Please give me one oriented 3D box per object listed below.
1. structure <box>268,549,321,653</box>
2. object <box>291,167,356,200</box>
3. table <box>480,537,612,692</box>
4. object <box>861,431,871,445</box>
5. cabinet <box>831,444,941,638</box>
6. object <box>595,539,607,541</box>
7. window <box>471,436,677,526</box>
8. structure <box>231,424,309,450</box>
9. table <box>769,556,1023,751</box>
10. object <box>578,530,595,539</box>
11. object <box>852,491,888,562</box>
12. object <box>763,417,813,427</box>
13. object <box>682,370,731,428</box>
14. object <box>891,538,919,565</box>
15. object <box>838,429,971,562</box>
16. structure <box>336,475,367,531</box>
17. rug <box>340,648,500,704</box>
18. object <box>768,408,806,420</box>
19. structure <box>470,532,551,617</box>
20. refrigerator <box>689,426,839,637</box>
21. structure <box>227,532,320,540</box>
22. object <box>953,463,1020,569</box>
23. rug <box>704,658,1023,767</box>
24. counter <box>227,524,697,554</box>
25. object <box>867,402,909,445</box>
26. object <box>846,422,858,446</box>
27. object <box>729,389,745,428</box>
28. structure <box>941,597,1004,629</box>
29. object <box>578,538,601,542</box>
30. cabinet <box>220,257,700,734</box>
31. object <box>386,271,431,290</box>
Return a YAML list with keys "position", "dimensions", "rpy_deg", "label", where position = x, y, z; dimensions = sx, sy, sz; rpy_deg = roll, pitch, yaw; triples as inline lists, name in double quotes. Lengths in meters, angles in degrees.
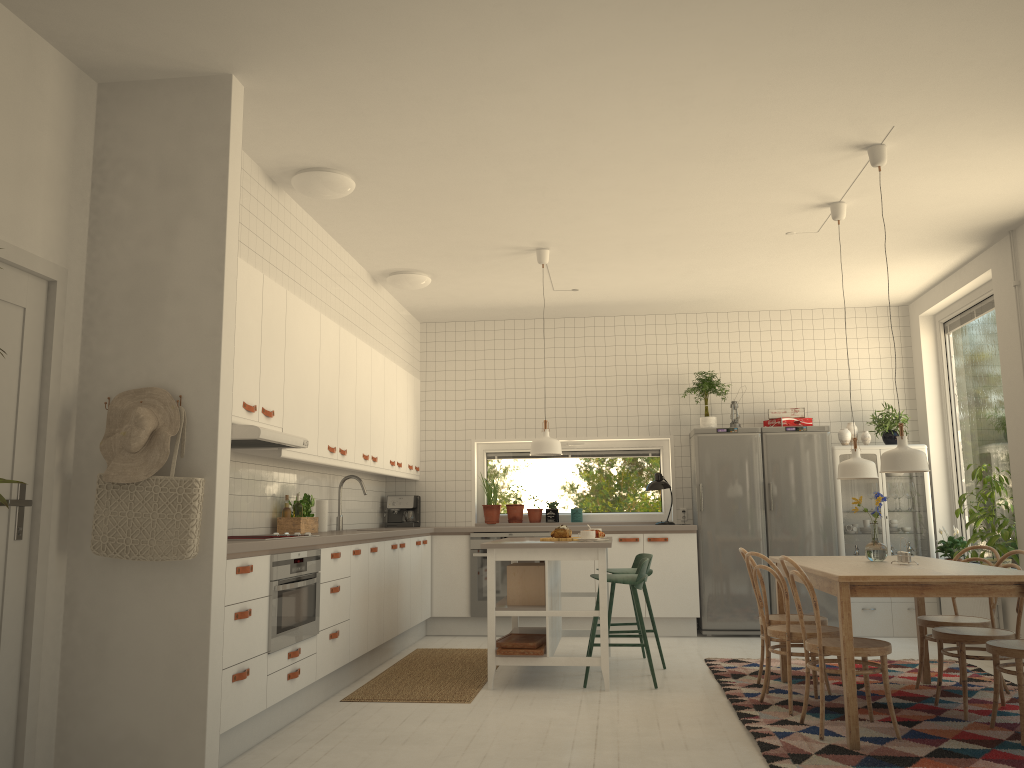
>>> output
- position: [-1.399, 1.080, 4.501]
  dimensions: [0.704, 0.447, 0.681]
  rpy_deg: [-2, -9, 6]
  label: "structure"
- position: [-1.048, -1.097, 4.929]
  dimensions: [0.351, 0.101, 0.351]
  rpy_deg: [7, -11, -41]
  label: "object"
- position: [0.288, 1.492, 5.995]
  dimensions: [0.794, 0.865, 1.422]
  rpy_deg: [-2, -9, 6]
  label: "table"
- position: [3.054, 0.468, 7.648]
  dimensions: [0.082, 0.126, 0.082]
  rpy_deg: [3, -9, -21]
  label: "object"
- position: [3.165, 1.334, 7.636]
  dimensions: [0.789, 1.594, 0.452]
  rpy_deg: [-2, -9, 6]
  label: "cabinet"
- position: [0.547, 1.015, 5.762]
  dimensions: [0.167, 0.005, 0.167]
  rpy_deg: [-1, -8, 2]
  label: "object"
- position: [0.576, 0.928, 8.406]
  dimensions: [1.898, 0.817, 0.293]
  rpy_deg: [-2, -9, 6]
  label: "window"
- position: [-1.403, 0.280, 4.628]
  dimensions: [0.482, 0.073, 0.680]
  rpy_deg: [-2, -8, 6]
  label: "structure"
- position: [1.976, 1.323, 4.644]
  dimensions: [0.894, 0.750, 1.795]
  rpy_deg: [-2, -8, 6]
  label: "table"
- position: [0.479, 0.958, 5.611]
  dimensions: [0.098, 0.064, 0.094]
  rpy_deg: [5, -10, -35]
  label: "object"
- position: [2.031, 0.795, 4.965]
  dimensions: [0.144, 0.389, 0.206]
  rpy_deg: [5, -10, -31]
  label: "object"
- position: [2.444, 0.355, 7.855]
  dimensions: [0.309, 0.082, 0.312]
  rpy_deg: [1, -9, -14]
  label: "object"
- position: [1.743, 0.133, 7.883]
  dimensions: [0.474, 0.545, 0.467]
  rpy_deg: [-4, -9, 20]
  label: "object"
- position: [2.053, 0.876, 4.651]
  dimensions: [0.095, 0.138, 0.154]
  rpy_deg: [-2, -9, 7]
  label: "object"
- position: [3.234, 0.949, 7.345]
  dimensions: [0.943, 1.209, 0.261]
  rpy_deg: [-4, -9, 22]
  label: "object"
- position: [-1.226, 0.906, 6.780]
  dimensions: [0.236, 0.422, 0.063]
  rpy_deg: [-3, -9, 14]
  label: "structure"
- position: [-0.489, 1.931, 5.960]
  dimensions: [0.750, 0.004, 1.998]
  rpy_deg: [-2, -8, 6]
  label: "rug"
- position: [2.441, 0.274, 7.871]
  dimensions: [0.312, 0.083, 0.307]
  rpy_deg: [-4, -9, 19]
  label: "object"
- position: [0.029, 1.687, 7.946]
  dimensions: [0.705, 0.711, 0.703]
  rpy_deg: [-2, -9, 6]
  label: "structure"
- position: [2.188, 1.284, 7.749]
  dimensions: [1.146, 1.780, 0.558]
  rpy_deg: [-2, -9, 6]
  label: "refrigerator"
- position: [-1.353, 0.796, 4.531]
  dimensions: [0.504, 0.057, 0.763]
  rpy_deg: [-2, -8, 6]
  label: "structure"
- position: [3.426, 0.989, 6.376]
  dimensions: [0.485, 0.842, 0.614]
  rpy_deg: [2, -9, -14]
  label: "object"
- position: [2.066, 1.720, 4.799]
  dimensions: [1.748, 0.035, 3.022]
  rpy_deg: [-2, -8, 6]
  label: "rug"
- position: [-0.060, 1.052, 5.857]
  dimensions: [2.856, 0.163, 4.839]
  rpy_deg: [-2, -8, 6]
  label: "counter"
- position: [3.293, 0.352, 7.758]
  dimensions: [0.371, 0.385, 0.372]
  rpy_deg: [-5, -9, 25]
  label: "object"
- position: [2.962, 0.440, 7.728]
  dimensions: [0.102, 0.206, 0.102]
  rpy_deg: [1, -9, -10]
  label: "object"
- position: [1.992, 0.208, 7.848]
  dimensions: [0.163, 0.384, 0.154]
  rpy_deg: [-5, -10, 29]
  label: "object"
- position: [3.514, 1.722, 6.763]
  dimensions: [0.113, 0.276, 1.015]
  rpy_deg: [-2, -8, 6]
  label: "structure"
- position: [0.481, 0.986, 5.608]
  dimensions: [0.160, 0.020, 0.160]
  rpy_deg: [4, -9, -27]
  label: "object"
- position: [-0.066, 0.659, 5.918]
  dimensions: [2.853, 2.162, 4.839]
  rpy_deg: [-2, -9, 6]
  label: "cabinet"
- position: [-0.810, -0.800, 6.966]
  dimensions: [0.351, 0.101, 0.351]
  rpy_deg: [7, -11, -41]
  label: "object"
